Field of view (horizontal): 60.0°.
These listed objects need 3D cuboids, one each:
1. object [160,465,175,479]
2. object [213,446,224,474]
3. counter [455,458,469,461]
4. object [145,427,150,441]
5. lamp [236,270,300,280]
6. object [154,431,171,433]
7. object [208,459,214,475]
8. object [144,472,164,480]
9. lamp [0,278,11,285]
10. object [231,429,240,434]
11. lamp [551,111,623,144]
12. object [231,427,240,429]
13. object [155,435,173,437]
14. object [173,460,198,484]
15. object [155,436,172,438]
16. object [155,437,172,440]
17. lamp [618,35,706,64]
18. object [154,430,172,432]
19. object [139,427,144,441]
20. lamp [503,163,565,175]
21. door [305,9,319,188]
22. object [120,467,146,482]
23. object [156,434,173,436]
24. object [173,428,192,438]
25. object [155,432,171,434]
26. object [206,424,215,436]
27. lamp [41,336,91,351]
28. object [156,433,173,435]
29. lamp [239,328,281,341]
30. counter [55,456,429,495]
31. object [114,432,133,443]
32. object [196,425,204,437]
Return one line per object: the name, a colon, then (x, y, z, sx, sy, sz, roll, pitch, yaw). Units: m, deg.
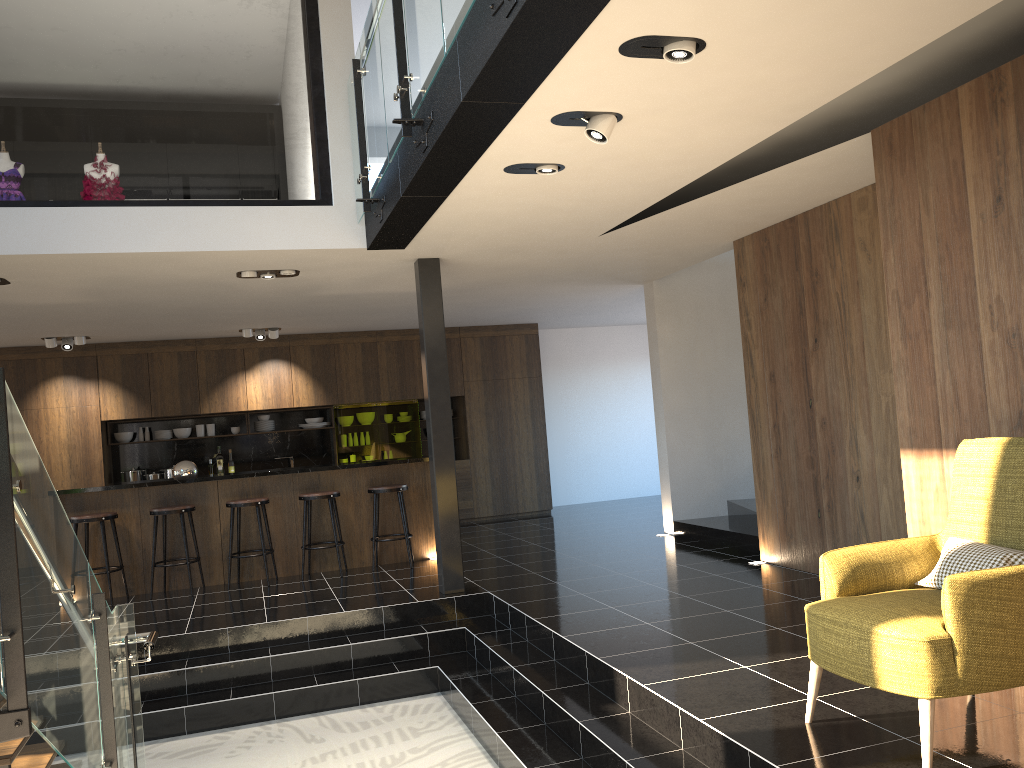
object: (-4.304, 1.144, 11.327, 0.279, 0.218, 0.300, -5, -2, 16)
object: (-3.931, 1.058, 11.877, 0.133, 0.451, 0.116, -4, -2, -17)
counter: (-2.900, 1.207, 11.928, 4.590, 0.005, 0.863, -4, -3, -17)
object: (-4.756, 0.650, 11.561, 0.060, 0.185, 0.060, -6, -2, 42)
lamp: (-2.007, -0.959, 7.285, 0.501, 0.194, 0.349, -4, -2, -17)
object: (-4.563, 0.638, 11.611, 0.220, 0.033, 0.220, -4, -3, -20)
object: (-4.019, 1.146, 11.841, 0.057, 0.287, 0.058, -4, -2, -4)
object: (-4.581, 1.196, 11.361, 0.195, 0.143, 0.210, -6, -3, 31)
lamp: (-4.065, -0.804, 6.654, 0.501, 0.231, 0.349, -4, -2, -17)
object: (-3.700, 0.639, 11.882, 0.122, 0.072, 0.122, -5, -2, 8)
lamp: (0.345, -1.238, 4.105, 0.346, 0.247, 0.195, -4, -2, -17)
object: (-3.702, 0.614, 11.882, 0.122, 0.072, 0.122, -5, -2, 8)
object: (-4.559, 0.694, 11.610, 0.220, 0.033, 0.220, -4, -3, -20)
object: (-3.095, 0.838, 8.411, 0.227, 0.228, 0.227, -6, -2, 34)
object: (-4.558, 0.706, 11.609, 0.220, 0.033, 0.220, -4, -3, -20)
object: (-4.557, 0.719, 11.609, 0.220, 0.033, 0.220, -4, -3, -20)
lamp: (0.567, -1.323, 3.365, 0.346, 0.177, 0.195, -4, -2, -17)
object: (-4.564, 0.626, 11.612, 0.220, 0.033, 0.220, -4, -3, -20)
object: (-4.828, 0.655, 11.539, 0.060, 0.185, 0.060, -5, -2, 14)
lamp: (0.118, -1.233, 4.848, 0.346, 0.158, 0.195, -4, -2, -17)
door: (-1.580, -2.430, 7.252, 0.104, 2.346, 0.931, -4, -2, -17)
object: (-4.855, 1.180, 11.375, 0.236, 0.218, 0.255, -6, -2, 31)
object: (-4.560, 0.684, 11.610, 0.220, 0.033, 0.220, -4, -3, -20)
object: (-4.341, 0.655, 11.687, 0.234, 0.138, 0.234, -5, -2, 3)
object: (-4.562, 0.651, 11.611, 0.220, 0.033, 0.220, -4, -3, -20)
object: (-3.994, 0.613, 11.770, 0.109, 0.161, 0.109, -4, -2, -4)
lamp: (-5.148, -0.532, 10.241, 0.501, 0.294, 0.349, -4, -2, -17)
object: (-4.561, 0.671, 11.610, 0.220, 0.033, 0.220, -4, -3, -20)
lamp: (-3.088, -0.675, 10.872, 0.501, 0.280, 0.349, -4, -2, -17)
counter: (-2.546, 0.888, 8.768, 3.572, 0.041, 0.699, -4, -3, -17)
object: (-5.023, 0.698, 11.478, 0.234, 0.138, 0.234, -4, -2, -14)
object: (-4.122, 0.621, 11.730, 0.109, 0.161, 0.109, -3, -2, -35)
